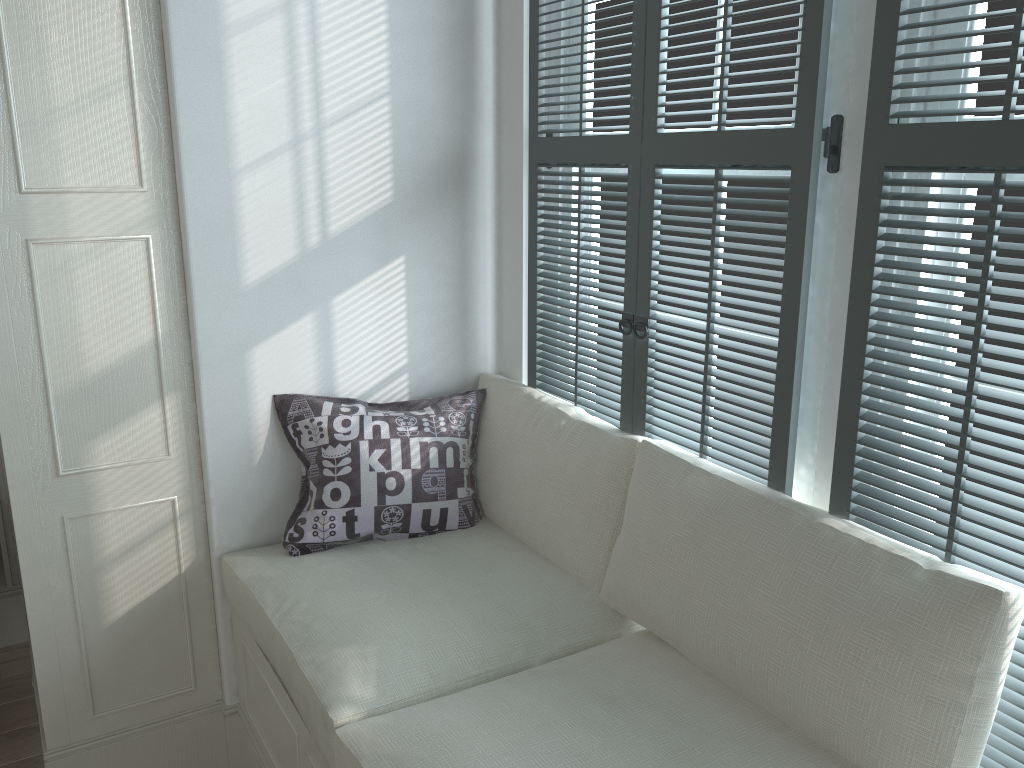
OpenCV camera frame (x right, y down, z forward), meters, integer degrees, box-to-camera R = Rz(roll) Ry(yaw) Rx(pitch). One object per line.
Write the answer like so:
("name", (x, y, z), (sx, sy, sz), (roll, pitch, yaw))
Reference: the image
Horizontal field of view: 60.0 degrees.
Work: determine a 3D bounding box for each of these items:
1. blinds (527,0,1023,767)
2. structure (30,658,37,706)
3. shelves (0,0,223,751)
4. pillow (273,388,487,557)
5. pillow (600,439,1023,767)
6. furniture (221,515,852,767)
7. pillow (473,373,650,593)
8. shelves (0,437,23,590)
("blinds", (0.815, -0.309, 0.970), (0.141, 2.238, 3.076), (-8, 16, -30))
("structure", (-1.338, 0.838, 2.483), (0.010, 0.084, 0.140), (-8, 16, -30))
("shelves", (-1.152, -0.486, 2.250), (0.399, 2.523, 0.972), (-8, 16, -30))
("pillow", (-0.297, 0.214, 2.183), (0.550, 0.398, 0.229), (-5, 15, -18))
("pillow", (0.445, 0.370, 1.536), (0.193, 0.360, 0.787), (-8, 16, -29))
("furniture", (0.440, 0.869, 1.060), (0.837, 0.459, 3.150), (-8, 16, -30))
("pillow", (0.075, 0.217, 2.149), (0.187, 0.360, 0.695), (-8, 16, -29))
("shelves", (-2.092, -0.544, 2.477), (0.992, 2.523, 0.399), (-8, 16, -30))
